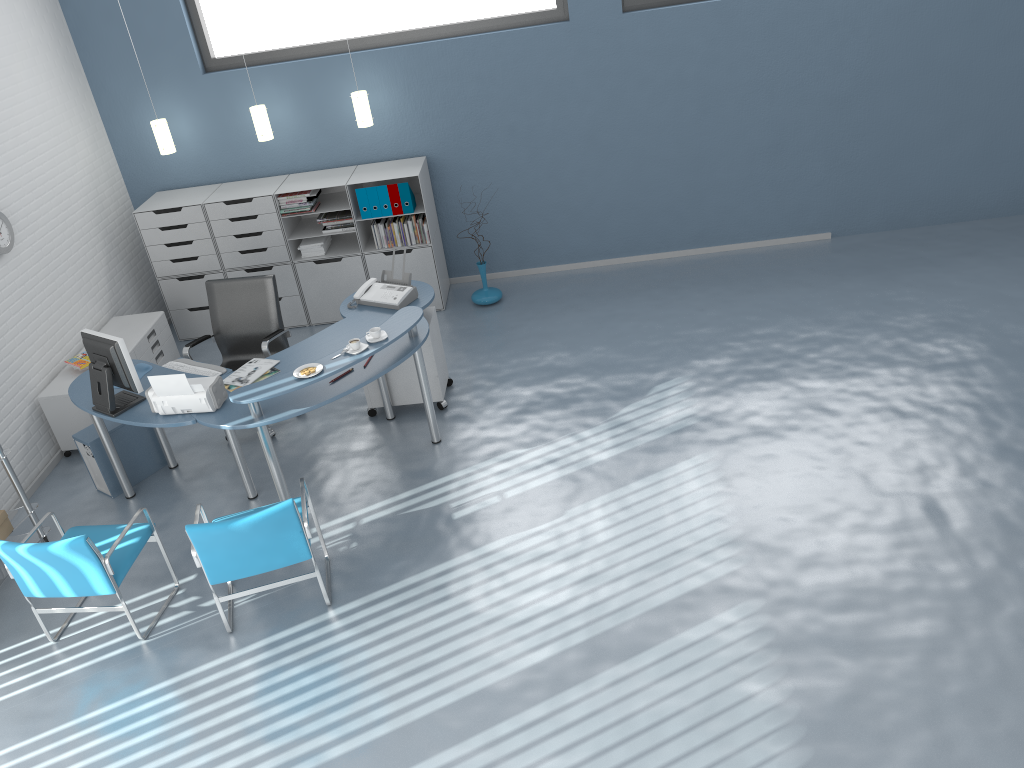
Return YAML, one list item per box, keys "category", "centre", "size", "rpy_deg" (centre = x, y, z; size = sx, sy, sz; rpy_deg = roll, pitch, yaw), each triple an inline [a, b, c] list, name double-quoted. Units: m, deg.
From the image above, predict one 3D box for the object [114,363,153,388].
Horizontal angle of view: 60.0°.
- category: "object"
  centre: [-2.289, -0.057, 5.285]
  size: [0.213, 0.026, 0.285]
  rpy_deg: [0, 31, 16]

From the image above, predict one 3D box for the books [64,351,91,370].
- category: "books"
  centre: [-2.933, -0.195, 6.190]
  size: [0.210, 0.020, 0.300]
  rpy_deg: [14, 37, 34]

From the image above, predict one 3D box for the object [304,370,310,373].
- category: "object"
  centre: [-1.081, -0.064, 4.678]
  size: [0.027, 0.005, 0.025]
  rpy_deg: [-4, 30, 9]

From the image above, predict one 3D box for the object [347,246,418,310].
- category: "object"
  centre: [-0.827, -0.675, 5.698]
  size: [0.405, 0.280, 0.399]
  rpy_deg: [10, 35, 31]

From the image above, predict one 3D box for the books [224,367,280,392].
- category: "books"
  centre: [-1.496, -0.036, 5.048]
  size: [0.300, 0.005, 0.200]
  rpy_deg: [-31, 36, -34]

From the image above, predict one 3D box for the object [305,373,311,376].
- category: "object"
  centre: [-1.073, -0.053, 4.666]
  size: [0.025, 0.005, 0.027]
  rpy_deg: [15, 38, 36]

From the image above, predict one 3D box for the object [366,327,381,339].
- category: "object"
  centre: [-0.763, -0.281, 4.927]
  size: [0.078, 0.049, 0.062]
  rpy_deg: [5, 32, 23]

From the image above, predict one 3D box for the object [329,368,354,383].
- category: "object"
  centre: [-0.944, -0.046, 4.901]
  size: [0.013, 0.013, 0.178]
  rpy_deg: [16, 38, 37]

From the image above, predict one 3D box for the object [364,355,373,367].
- category: "object"
  centre: [-0.808, -0.149, 5.048]
  size: [0.011, 0.010, 0.200]
  rpy_deg: [-2, 30, 13]

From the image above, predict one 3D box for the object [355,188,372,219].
- category: "object"
  centre: [-1.153, -1.448, 6.983]
  size: [0.082, 0.247, 0.181]
  rpy_deg: [-6, 30, 5]

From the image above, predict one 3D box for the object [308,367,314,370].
- category: "object"
  centre: [-1.067, -0.082, 4.705]
  size: [0.027, 0.005, 0.025]
  rpy_deg: [-11, 30, -2]

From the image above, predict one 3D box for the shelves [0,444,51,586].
- category: "shelves"
  centre: [-2.958, 0.813, 4.658]
  size: [0.441, 0.848, 0.896]
  rpy_deg: [-6, 30, 6]

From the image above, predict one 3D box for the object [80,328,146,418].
- category: "object"
  centre: [-2.233, -0.062, 4.880]
  size: [0.365, 0.417, 0.212]
  rpy_deg: [13, 36, 33]

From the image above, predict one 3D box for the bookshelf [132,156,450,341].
- category: "bookshelf"
  centre: [-1.764, -1.110, 7.373]
  size: [2.294, 1.141, 0.521]
  rpy_deg: [-6, 30, 5]

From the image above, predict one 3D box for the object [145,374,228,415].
- category: "object"
  centre: [-1.773, 0.022, 4.750]
  size: [0.392, 0.273, 0.197]
  rpy_deg: [-4, 30, 9]

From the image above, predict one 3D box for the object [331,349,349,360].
- category: "object"
  centre: [-0.936, -0.164, 4.810]
  size: [0.119, 0.021, 0.025]
  rpy_deg: [-30, 35, -32]

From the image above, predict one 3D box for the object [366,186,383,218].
- category: "object"
  centre: [-1.071, -1.457, 6.976]
  size: [0.082, 0.247, 0.181]
  rpy_deg: [-6, 30, 5]

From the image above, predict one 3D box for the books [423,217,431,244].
- category: "books"
  centre: [-0.675, -1.229, 7.091]
  size: [0.032, 0.163, 0.178]
  rpy_deg: [-6, 30, 5]

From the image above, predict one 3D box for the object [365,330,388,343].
- category: "object"
  centre: [-0.753, -0.260, 4.936]
  size: [0.119, 0.016, 0.119]
  rpy_deg: [-17, 30, -14]

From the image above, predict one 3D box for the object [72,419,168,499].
- category: "object"
  centre: [-2.465, 0.407, 5.662]
  size: [0.199, 0.422, 0.471]
  rpy_deg: [14, 37, 35]

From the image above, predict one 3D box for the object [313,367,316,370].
- category: "object"
  centre: [-1.053, -0.081, 4.709]
  size: [0.025, 0.005, 0.027]
  rpy_deg: [-12, 30, -4]

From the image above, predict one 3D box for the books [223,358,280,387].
- category: "books"
  centre: [-1.505, -0.068, 5.103]
  size: [0.200, 0.010, 0.300]
  rpy_deg: [7, 33, 26]

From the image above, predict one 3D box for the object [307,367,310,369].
- category: "object"
  centre: [-1.085, -0.082, 4.720]
  size: [0.027, 0.005, 0.025]
  rpy_deg: [-23, 32, -23]

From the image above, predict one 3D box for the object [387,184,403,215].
- category: "object"
  centre: [-0.905, -1.475, 6.961]
  size: [0.082, 0.247, 0.181]
  rpy_deg: [-6, 30, 5]

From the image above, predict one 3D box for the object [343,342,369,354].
- category: "object"
  centre: [-0.851, -0.193, 4.846]
  size: [0.119, 0.016, 0.119]
  rpy_deg: [16, 38, 37]

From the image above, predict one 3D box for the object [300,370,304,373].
- category: "object"
  centre: [-1.110, -0.068, 4.702]
  size: [0.027, 0.005, 0.025]
  rpy_deg: [-23, 32, -23]

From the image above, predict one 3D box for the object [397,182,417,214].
- category: "object"
  centre: [-0.822, -1.484, 6.954]
  size: [0.082, 0.247, 0.181]
  rpy_deg: [-6, 30, 5]

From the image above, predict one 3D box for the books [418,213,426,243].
- category: "books"
  centre: [-0.709, -1.248, 7.093]
  size: [0.032, 0.203, 0.157]
  rpy_deg: [-6, 30, 5]

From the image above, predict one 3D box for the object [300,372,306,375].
- category: "object"
  centre: [-1.102, -0.056, 4.678]
  size: [0.025, 0.005, 0.027]
  rpy_deg: [19, 40, 40]

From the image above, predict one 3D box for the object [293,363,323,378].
- category: "object"
  centre: [-1.077, -0.067, 4.688]
  size: [0.162, 0.011, 0.162]
  rpy_deg: [20, 40, 40]

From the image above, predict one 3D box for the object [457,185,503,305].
- category: "object"
  centre: [-0.225, -1.109, 7.127]
  size: [0.357, 0.972, 0.312]
  rpy_deg: [-19, 31, -16]

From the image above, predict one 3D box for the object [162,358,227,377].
- category: "object"
  centre: [-1.961, -0.071, 5.353]
  size: [0.478, 0.028, 0.276]
  rpy_deg: [11, 35, 31]

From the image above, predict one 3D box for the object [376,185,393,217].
- category: "object"
  centre: [-0.988, -1.466, 6.968]
  size: [0.082, 0.247, 0.181]
  rpy_deg: [-6, 30, 5]

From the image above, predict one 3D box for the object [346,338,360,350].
- category: "object"
  centre: [-0.862, -0.212, 4.834]
  size: [0.078, 0.049, 0.062]
  rpy_deg: [-11, 30, -3]

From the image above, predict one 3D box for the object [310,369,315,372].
- category: "object"
  centre: [-1.051, -0.071, 4.681]
  size: [0.025, 0.005, 0.027]
  rpy_deg: [-16, 30, -13]

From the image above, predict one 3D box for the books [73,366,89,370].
- category: "books"
  centre: [-2.921, -0.197, 6.231]
  size: [0.210, 0.020, 0.300]
  rpy_deg: [-9, 29, 0]

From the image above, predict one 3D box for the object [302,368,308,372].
- category: "object"
  centre: [-1.098, -0.076, 4.703]
  size: [0.025, 0.005, 0.027]
  rpy_deg: [-30, 36, -33]

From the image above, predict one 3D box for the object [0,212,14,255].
- category: "object"
  centre: [-3.286, -0.967, 5.661]
  size: [0.041, 0.277, 0.279]
  rpy_deg: [-6, 30, 5]

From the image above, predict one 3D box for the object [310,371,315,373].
- category: "object"
  centre: [-1.050, -0.065, 4.680]
  size: [0.025, 0.005, 0.027]
  rpy_deg: [-21, 31, -19]
